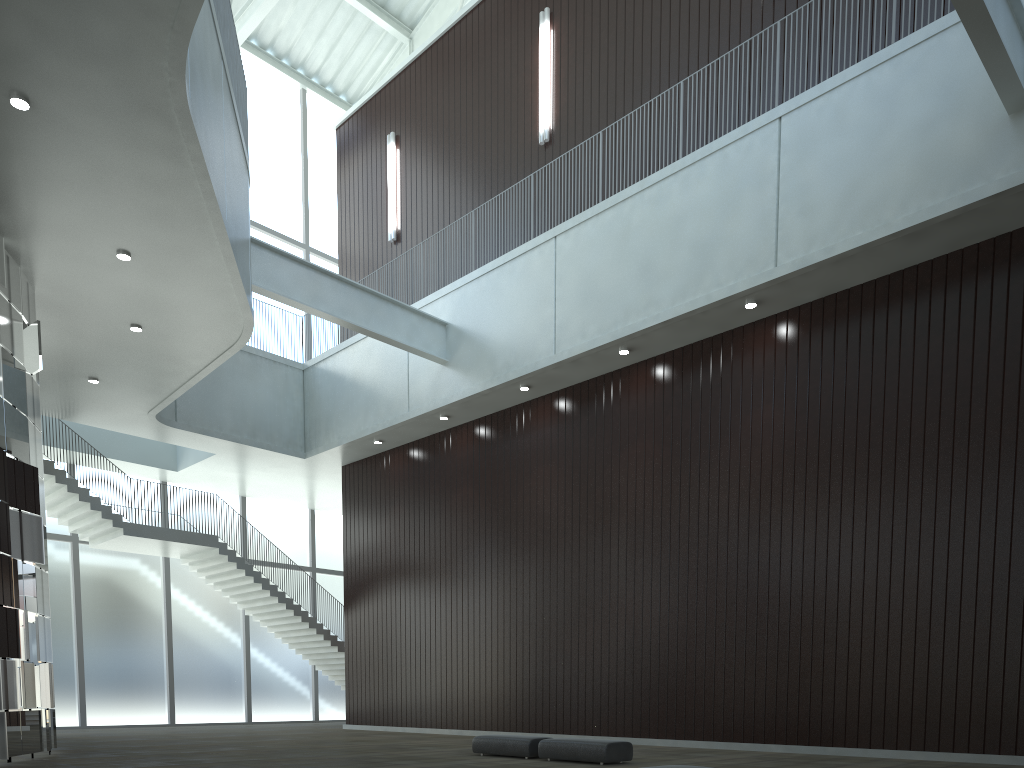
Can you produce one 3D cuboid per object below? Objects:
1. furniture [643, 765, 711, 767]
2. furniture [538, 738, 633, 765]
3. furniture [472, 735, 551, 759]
[{"bbox_3d":[3.998,11.031,21.816,2.188,1.046,4.142,-15,-24,41],"label":"furniture"},{"bbox_3d":[3.330,16.785,36.616,2.192,1.046,4.134,15,-24,-42],"label":"furniture"},{"bbox_3d":[0.100,18.009,39.775,2.192,1.046,4.134,15,-24,-42],"label":"furniture"}]
